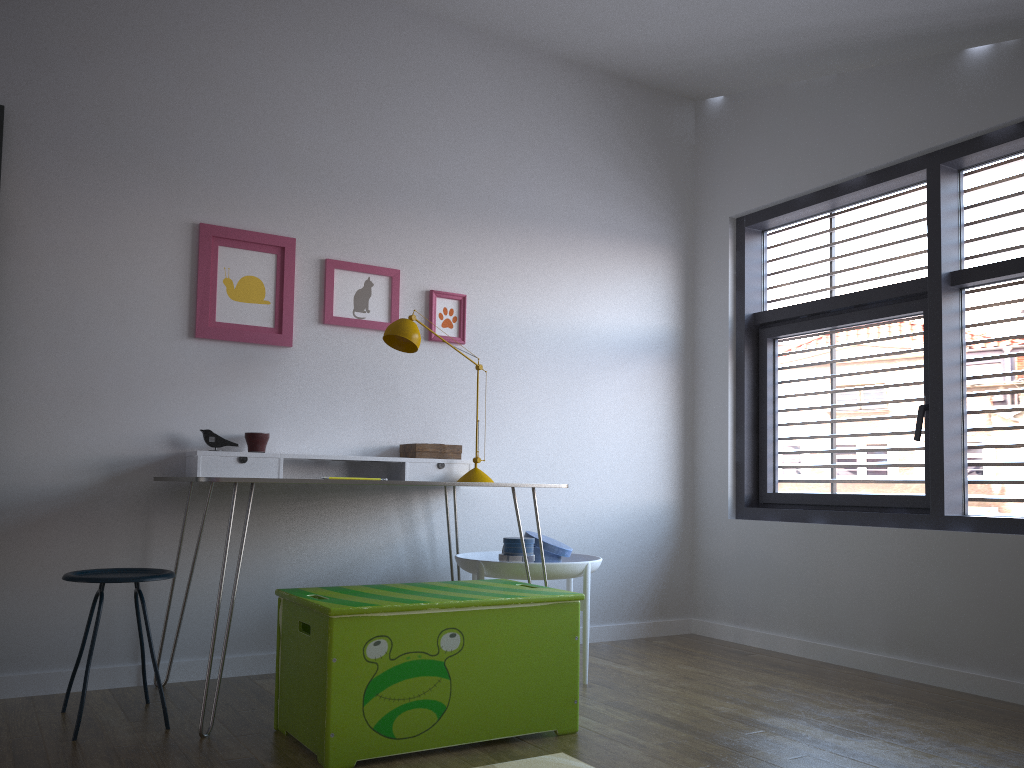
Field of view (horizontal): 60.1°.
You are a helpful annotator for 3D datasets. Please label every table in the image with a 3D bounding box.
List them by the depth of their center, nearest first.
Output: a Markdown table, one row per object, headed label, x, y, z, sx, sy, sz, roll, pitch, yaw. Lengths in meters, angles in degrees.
| label | x | y | z | sx | sy | sz | roll | pitch | yaw |
| --- | --- | --- | --- | --- | --- | --- | --- | --- | --- |
| table | -0.550 | 0.731 | 3.222 | 1.337 | 0.755 | 0.809 | 5 | -6 | -31 |

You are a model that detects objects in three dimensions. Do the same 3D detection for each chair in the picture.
| label | x | y | z | sx | sy | sz | roll | pitch | yaw |
| --- | --- | --- | --- | --- | --- | --- | --- | --- | --- |
| chair | -1.224 | 0.816 | 2.744 | 0.325 | 0.460 | 0.365 | 4 | -5 | -31 |

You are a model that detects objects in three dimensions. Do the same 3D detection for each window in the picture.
| label | x | y | z | sx | sy | sz | roll | pitch | yaw |
| --- | --- | --- | --- | --- | --- | --- | --- | --- | --- |
| window | 2.484 | 1.152 | 2.423 | 0.296 | 4.540 | 4.976 | 3 | -6 | -31 |

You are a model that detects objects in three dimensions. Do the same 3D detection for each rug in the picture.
| label | x | y | z | sx | sy | sz | roll | pitch | yaw |
| --- | --- | --- | --- | --- | --- | --- | --- | --- | --- |
| rug | 0.201 | 0.882 | 1.210 | 1.202 | 0.006 | 2.207 | 5 | -8 | -31 |

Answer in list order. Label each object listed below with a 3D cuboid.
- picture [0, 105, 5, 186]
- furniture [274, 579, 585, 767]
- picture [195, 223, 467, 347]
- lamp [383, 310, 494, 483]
| label | x | y | z | sx | sy | sz | roll | pitch | yaw |
| --- | --- | --- | --- | --- | --- | --- | --- | --- | --- |
| picture | -2.113 | 0.007 | 2.640 | 0.959 | 2.011 | 0.208 | 3 | -4 | -31 |
| furniture | -0.252 | 0.838 | 2.678 | 0.814 | 0.417 | 0.482 | 5 | -6 | -31 |
| picture | -0.701 | -0.351 | 3.657 | 1.155 | 0.438 | 0.027 | 5 | -5 | -31 |
| lamp | -0.278 | 0.057 | 3.513 | 0.162 | 0.663 | 0.560 | -2 | -6 | 42 |
